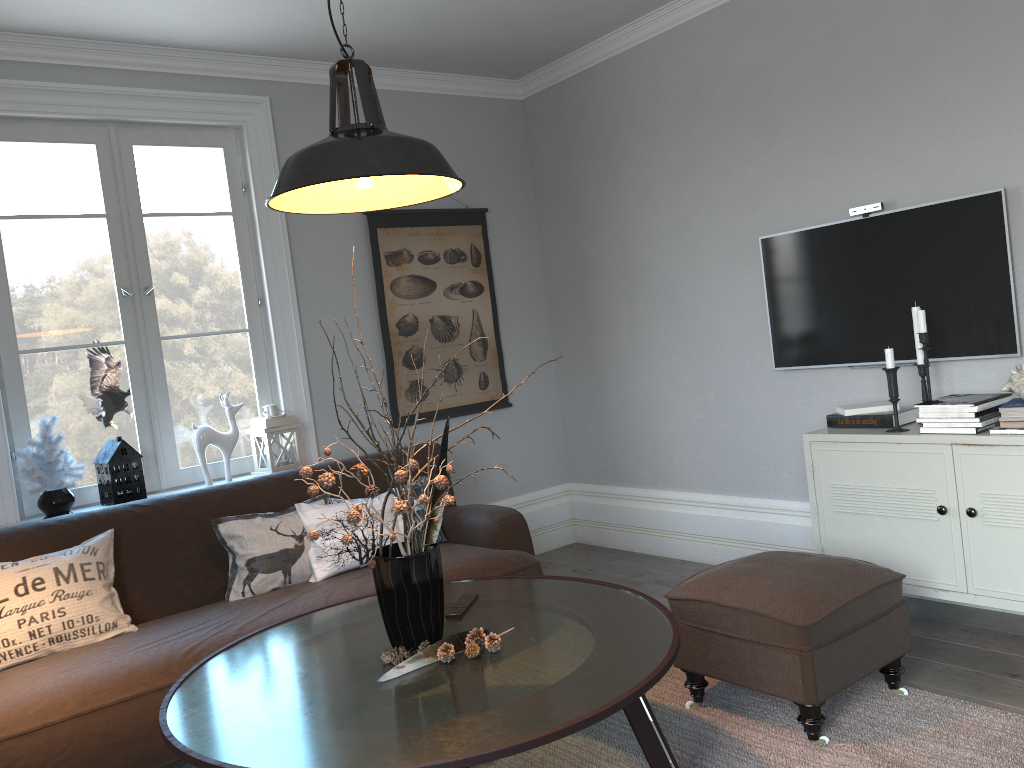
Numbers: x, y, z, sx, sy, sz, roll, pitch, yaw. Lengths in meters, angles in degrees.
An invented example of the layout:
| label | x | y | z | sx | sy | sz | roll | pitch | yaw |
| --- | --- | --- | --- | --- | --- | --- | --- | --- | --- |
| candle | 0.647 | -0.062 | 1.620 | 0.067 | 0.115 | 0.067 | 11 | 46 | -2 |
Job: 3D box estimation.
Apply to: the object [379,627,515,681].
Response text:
| label | x | y | z | sx | sy | sz | roll | pitch | yaw |
| --- | --- | --- | --- | --- | --- | --- | --- | --- | --- |
| object | -0.159 | 0.656 | 2.235 | 0.404 | 0.067 | 0.153 | -8 | 3 | -19 |

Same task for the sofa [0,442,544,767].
| label | x | y | z | sx | sy | sz | roll | pitch | yaw |
| --- | --- | --- | --- | --- | --- | --- | --- | --- | --- |
| sofa | -0.946 | 0.807 | 3.288 | 2.166 | 0.824 | 0.968 | -9 | 4 | -37 |

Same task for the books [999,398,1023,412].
| label | x | y | z | sx | sy | sz | roll | pitch | yaw |
| --- | --- | --- | --- | --- | --- | --- | --- | --- | --- |
| books | 1.705 | 0.064 | 2.875 | 0.184 | 0.014 | 0.235 | -5 | 4 | 40 |

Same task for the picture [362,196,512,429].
| label | x | y | z | sx | sy | sz | roll | pitch | yaw |
| --- | --- | --- | --- | --- | --- | --- | --- | --- | --- |
| picture | -0.400 | -0.467 | 4.813 | 0.793 | 1.313 | 0.057 | -9 | 3 | -37 |

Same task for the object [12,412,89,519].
| label | x | y | z | sx | sy | sz | roll | pitch | yaw |
| --- | --- | --- | --- | --- | --- | --- | --- | --- | --- |
| object | -1.884 | 0.330 | 3.588 | 0.263 | 0.423 | 0.248 | -7 | 3 | -1 |

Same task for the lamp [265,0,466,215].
| label | x | y | z | sx | sy | sz | roll | pitch | yaw |
| --- | --- | --- | --- | --- | --- | --- | --- | --- | --- |
| lamp | -0.435 | -1.009 | 2.224 | 0.504 | 1.075 | 0.504 | -7 | 3 | 11 |

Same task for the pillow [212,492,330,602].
| label | x | y | z | sx | sy | sz | roll | pitch | yaw |
| --- | --- | --- | --- | --- | --- | --- | --- | --- | --- |
| pillow | -0.897 | 0.637 | 3.420 | 0.473 | 0.347 | 0.159 | -10 | 3 | -39 |

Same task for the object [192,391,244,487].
| label | x | y | z | sx | sy | sz | roll | pitch | yaw |
| --- | --- | --- | --- | --- | --- | --- | --- | --- | --- |
| object | -1.292 | 0.244 | 3.947 | 0.239 | 0.410 | 0.128 | -10 | 3 | -41 |

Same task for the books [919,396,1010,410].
| label | x | y | z | sx | sy | sz | roll | pitch | yaw |
| --- | --- | --- | --- | --- | --- | --- | --- | --- | --- |
| books | 1.562 | 0.065 | 3.059 | 0.260 | 0.010 | 0.196 | -10 | 4 | -39 |

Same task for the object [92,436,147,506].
| label | x | y | z | sx | sy | sz | roll | pitch | yaw |
| --- | --- | --- | --- | --- | --- | --- | --- | --- | --- |
| object | -1.665 | 0.365 | 3.760 | 0.155 | 0.284 | 0.155 | -5 | 4 | 43 |

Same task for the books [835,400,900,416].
| label | x | y | z | sx | sy | sz | roll | pitch | yaw |
| --- | --- | --- | --- | --- | --- | --- | --- | --- | --- |
| books | 1.378 | 0.094 | 3.446 | 0.199 | 0.024 | 0.161 | -7 | 3 | 8 |

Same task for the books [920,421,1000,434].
| label | x | y | z | sx | sy | sz | roll | pitch | yaw |
| --- | --- | --- | --- | --- | --- | --- | --- | --- | --- |
| books | 1.577 | 0.139 | 3.071 | 0.271 | 0.022 | 0.200 | -9 | 4 | -35 |

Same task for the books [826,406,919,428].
| label | x | y | z | sx | sy | sz | roll | pitch | yaw |
| --- | --- | --- | --- | --- | --- | --- | --- | --- | --- |
| books | 1.402 | 0.128 | 3.430 | 0.218 | 0.049 | 0.276 | -9 | 4 | -37 |

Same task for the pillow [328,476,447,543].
| label | x | y | z | sx | sy | sz | roll | pitch | yaw |
| --- | --- | --- | --- | --- | --- | --- | --- | --- | --- |
| pillow | -0.529 | 0.577 | 3.745 | 0.542 | 0.288 | 0.183 | -9 | 3 | -36 |

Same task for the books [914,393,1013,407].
| label | x | y | z | sx | sy | sz | roll | pitch | yaw |
| --- | --- | --- | --- | --- | --- | --- | --- | --- | --- |
| books | 1.558 | 0.056 | 3.065 | 0.263 | 0.008 | 0.212 | -9 | 4 | -36 |

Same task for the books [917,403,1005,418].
| label | x | y | z | sx | sy | sz | roll | pitch | yaw |
| --- | --- | --- | --- | --- | --- | --- | --- | --- | --- |
| books | 1.563 | 0.089 | 3.061 | 0.251 | 0.019 | 0.200 | -9 | 4 | -35 |

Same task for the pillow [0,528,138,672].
| label | x | y | z | sx | sy | sz | roll | pitch | yaw |
| --- | --- | --- | --- | --- | --- | --- | --- | --- | --- |
| pillow | -1.559 | 0.732 | 2.966 | 0.519 | 0.368 | 0.240 | -9 | 3 | -37 |

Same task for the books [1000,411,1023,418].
| label | x | y | z | sx | sy | sz | roll | pitch | yaw |
| --- | --- | --- | --- | --- | --- | --- | --- | --- | --- |
| books | 1.710 | 0.080 | 2.872 | 0.184 | 0.017 | 0.235 | -5 | 4 | 40 |

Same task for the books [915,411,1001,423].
| label | x | y | z | sx | sy | sz | roll | pitch | yaw |
| --- | --- | --- | --- | --- | --- | --- | --- | --- | --- |
| books | 1.571 | 0.105 | 3.070 | 0.271 | 0.016 | 0.222 | -9 | 4 | -37 |

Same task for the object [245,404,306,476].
| label | x | y | z | sx | sy | sz | roll | pitch | yaw |
| --- | --- | --- | --- | --- | --- | --- | --- | --- | --- |
| object | -1.111 | 0.254 | 4.156 | 0.193 | 0.322 | 0.193 | -10 | 4 | -43 |

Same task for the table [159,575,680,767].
| label | x | y | z | sx | sy | sz | roll | pitch | yaw |
| --- | --- | --- | --- | --- | --- | --- | --- | --- | --- |
| table | -0.191 | 0.935 | 2.310 | 1.300 | 0.503 | 1.299 | -10 | 4 | -44 |

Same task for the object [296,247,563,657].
| label | x | y | z | sx | sy | sz | roll | pitch | yaw |
| --- | --- | --- | --- | --- | --- | --- | --- | --- | --- |
| object | -0.168 | 0.146 | 2.287 | 0.525 | 1.065 | 0.853 | -6 | 3 | 24 |

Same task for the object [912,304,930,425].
| label | x | y | z | sx | sy | sz | roll | pitch | yaw |
| --- | --- | --- | --- | --- | --- | --- | --- | --- | --- |
| object | 1.513 | -0.078 | 3.277 | 0.066 | 0.457 | 0.066 | -6 | 3 | 21 |

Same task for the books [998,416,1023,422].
| label | x | y | z | sx | sy | sz | roll | pitch | yaw |
| --- | --- | --- | --- | --- | --- | --- | --- | --- | --- |
| books | 1.711 | 0.095 | 2.879 | 0.184 | 0.014 | 0.235 | -5 | 4 | 42 |

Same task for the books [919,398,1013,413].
| label | x | y | z | sx | sy | sz | roll | pitch | yaw |
| --- | --- | --- | --- | --- | --- | --- | --- | --- | --- |
| books | 1.567 | 0.074 | 3.061 | 0.265 | 0.010 | 0.196 | -9 | 4 | -37 |

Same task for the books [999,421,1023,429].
| label | x | y | z | sx | sy | sz | roll | pitch | yaw |
| --- | --- | --- | --- | --- | --- | --- | --- | --- | --- |
| books | 1.724 | 0.113 | 2.889 | 0.238 | 0.027 | 0.175 | -10 | 4 | -40 |

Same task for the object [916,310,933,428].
| label | x | y | z | sx | sy | sz | roll | pitch | yaw |
| --- | --- | --- | --- | --- | --- | --- | --- | --- | --- |
| object | 1.487 | -0.058 | 3.176 | 0.092 | 0.431 | 0.092 | -7 | 3 | 13 |

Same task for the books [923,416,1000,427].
| label | x | y | z | sx | sy | sz | roll | pitch | yaw |
| --- | --- | --- | --- | --- | --- | --- | --- | --- | --- |
| books | 1.571 | 0.121 | 3.059 | 0.254 | 0.016 | 0.200 | -10 | 4 | -39 |

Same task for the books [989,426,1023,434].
| label | x | y | z | sx | sy | sz | roll | pitch | yaw |
| --- | --- | --- | --- | --- | --- | --- | --- | --- | --- |
| books | 1.709 | 0.136 | 2.887 | 0.244 | 0.014 | 0.196 | -9 | 4 | -37 |

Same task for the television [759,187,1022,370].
| label | x | y | z | sx | sy | sz | roll | pitch | yaw |
| --- | --- | --- | --- | --- | --- | --- | --- | --- | --- |
| television | 1.485 | -0.400 | 3.612 | 0.041 | 0.657 | 1.063 | -9 | 3 | -37 |

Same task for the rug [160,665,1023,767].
| label | x | y | z | sx | sy | sz | roll | pitch | yaw |
| --- | --- | --- | --- | --- | --- | --- | --- | --- | --- |
| rug | -0.166 | 1.126 | 2.365 | 2.820 | 0.090 | 2.399 | -9 | 4 | -36 |

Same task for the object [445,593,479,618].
| label | x | y | z | sx | sy | sz | roll | pitch | yaw |
| --- | --- | --- | --- | --- | --- | --- | --- | --- | --- |
| object | -0.148 | 0.656 | 2.637 | 0.051 | 0.011 | 0.207 | -7 | 3 | 13 |

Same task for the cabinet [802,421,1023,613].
| label | x | y | z | sx | sy | sz | roll | pitch | yaw |
| --- | --- | --- | --- | --- | --- | --- | --- | --- | --- |
| cabinet | 1.644 | 0.523 | 3.064 | 0.408 | 0.757 | 1.152 | -9 | 3 | -37 |

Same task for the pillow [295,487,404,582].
| label | x | y | z | sx | sy | sz | roll | pitch | yaw |
| --- | --- | --- | --- | --- | --- | --- | --- | --- | --- |
| pillow | -0.622 | 0.587 | 3.535 | 0.471 | 0.309 | 0.188 | -9 | 3 | -36 |

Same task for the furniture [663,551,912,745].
| label | x | y | z | sx | sy | sz | roll | pitch | yaw |
| --- | --- | --- | --- | --- | --- | --- | --- | --- | --- |
| furniture | 0.878 | 0.789 | 2.804 | 0.583 | 0.439 | 0.574 | -9 | 3 | -37 |

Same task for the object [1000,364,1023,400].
| label | x | y | z | sx | sy | sz | roll | pitch | yaw |
| --- | --- | --- | --- | --- | --- | --- | --- | --- | --- |
| object | 1.696 | -0.005 | 2.881 | 0.194 | 0.127 | 0.192 | -10 | 4 | -44 |

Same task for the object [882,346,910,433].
| label | x | y | z | sx | sy | sz | roll | pitch | yaw |
| --- | --- | --- | --- | --- | --- | --- | --- | --- | --- |
| object | 1.371 | 0.018 | 3.190 | 0.082 | 0.311 | 0.083 | -6 | 3 | 31 |
